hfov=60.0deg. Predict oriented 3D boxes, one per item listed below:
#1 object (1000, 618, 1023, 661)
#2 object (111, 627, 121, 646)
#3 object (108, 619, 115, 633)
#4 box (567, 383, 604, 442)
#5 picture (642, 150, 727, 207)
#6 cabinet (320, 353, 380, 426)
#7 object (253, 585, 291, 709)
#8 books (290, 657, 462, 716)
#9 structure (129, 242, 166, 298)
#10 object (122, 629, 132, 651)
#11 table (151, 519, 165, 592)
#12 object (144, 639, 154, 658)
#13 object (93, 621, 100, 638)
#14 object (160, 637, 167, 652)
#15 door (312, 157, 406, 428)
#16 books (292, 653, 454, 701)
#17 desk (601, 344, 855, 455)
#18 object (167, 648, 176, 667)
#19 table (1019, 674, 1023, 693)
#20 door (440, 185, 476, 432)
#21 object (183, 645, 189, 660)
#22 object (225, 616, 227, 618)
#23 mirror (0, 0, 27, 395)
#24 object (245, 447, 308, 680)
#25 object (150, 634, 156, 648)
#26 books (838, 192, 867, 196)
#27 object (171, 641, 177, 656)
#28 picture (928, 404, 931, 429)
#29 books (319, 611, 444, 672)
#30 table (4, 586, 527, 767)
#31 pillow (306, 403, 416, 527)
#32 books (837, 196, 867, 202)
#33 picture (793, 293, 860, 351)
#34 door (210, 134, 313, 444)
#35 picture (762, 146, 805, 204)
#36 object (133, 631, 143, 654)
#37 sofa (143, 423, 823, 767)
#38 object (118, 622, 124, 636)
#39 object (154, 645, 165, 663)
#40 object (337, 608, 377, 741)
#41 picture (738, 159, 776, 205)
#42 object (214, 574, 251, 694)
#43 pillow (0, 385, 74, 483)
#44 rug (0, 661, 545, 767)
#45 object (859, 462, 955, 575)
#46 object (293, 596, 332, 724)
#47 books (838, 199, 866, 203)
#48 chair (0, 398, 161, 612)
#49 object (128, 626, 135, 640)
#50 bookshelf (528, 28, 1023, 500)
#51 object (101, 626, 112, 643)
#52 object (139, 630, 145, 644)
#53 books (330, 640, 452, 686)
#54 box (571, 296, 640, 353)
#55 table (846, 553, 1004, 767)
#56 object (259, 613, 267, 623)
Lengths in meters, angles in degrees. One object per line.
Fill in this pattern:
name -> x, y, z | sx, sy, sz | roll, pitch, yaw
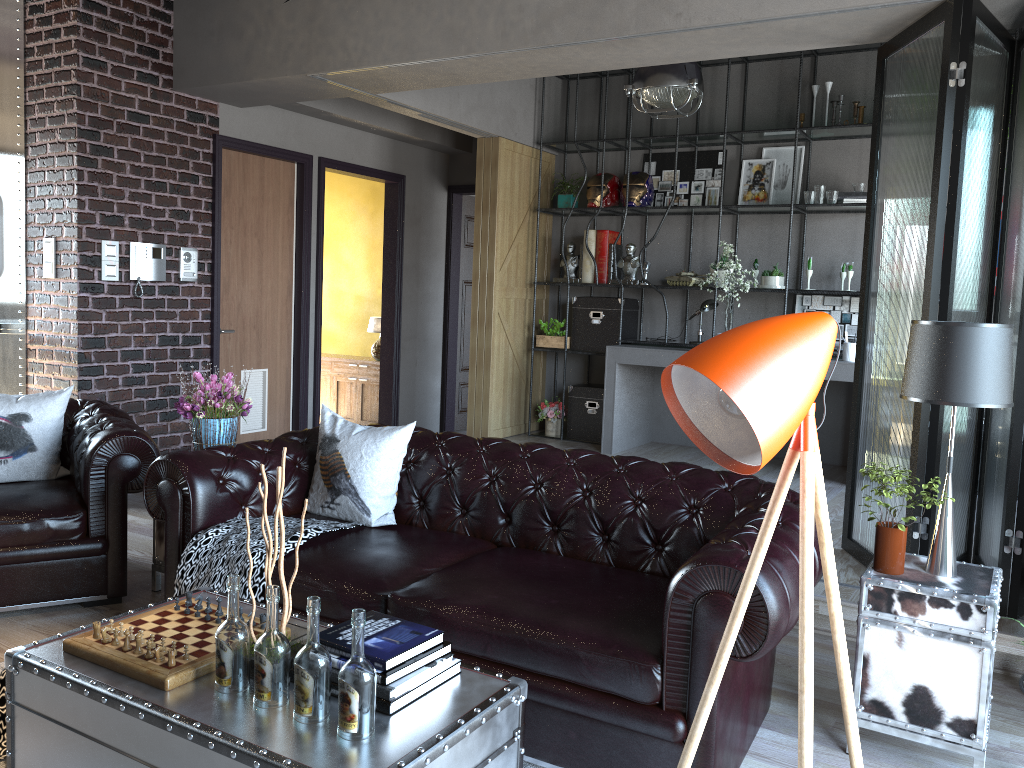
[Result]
object -> 1.546, 0.883, 2.309 | 0.621, 0.824, 0.578 | 0, 5, -20
object -> -1.056, 0.671, 2.363 | 0.022, 0.047, 0.022 | 0, 6, -27
object -> -1.104, 0.666, 2.443 | 0.017, 0.037, 0.017 | 5, 5, 24
box -> 0.791, 0.251, 7.909 | 0.489, 0.480, 0.374 | 5, 6, 30
picture -> 1.468, -1.752, 7.652 | 0.749, 0.503, 0.058 | 5, 6, 30
cabinet -> -1.736, 0.092, 9.202 | 1.433, 0.749, 0.408 | 6, 6, 30
object -> -0.577, 0.630, 2.137 | 0.088, 0.290, 0.084 | 6, 6, 36
books -> -0.350, 0.745, 2.303 | 0.324, 0.035, 0.306 | 6, 7, 30
structure -> -2.469, -0.770, 6.041 | 0.068, 0.370, 0.279 | 5, 6, 30
object -> -1.014, 0.671, 2.336 | 0.025, 0.055, 0.025 | 1, 5, -15
table -> -1.422, 0.682, 4.241 | 0.418, 0.608, 0.406 | 5, 6, 30
object -> -0.939, 0.682, 2.293 | 0.022, 0.047, 0.022 | 0, 6, -27
object -> -1.127, 0.667, 2.406 | 0.019, 0.040, 0.019 | 6, 6, 34
object -> -0.918, 0.685, 2.333 | 0.017, 0.037, 0.017 | 5, 5, 24
door -> -1.814, -0.708, 8.241 | 1.099, 2.541, 1.150 | 5, 6, 30
books -> -0.355, 0.716, 2.290 | 0.315, 0.026, 0.270 | 6, 7, 30
desk -> 1.877, 0.192, 7.072 | 2.131, 0.884, 0.845 | 6, 6, 30
object -> -0.864, 0.693, 2.249 | 0.019, 0.040, 0.019 | 6, 6, 34
table -> 1.997, 0.885, 2.965 | 0.438, 0.731, 0.804 | 5, 6, 26
door -> 0.061, -0.739, 9.309 | 1.150, 2.541, 1.129 | 5, 6, 30
object -> -0.842, 0.692, 2.290 | 0.017, 0.037, 0.017 | 5, 5, 24
object -> -0.822, 0.652, 2.581 | 0.025, 0.058, 0.025 | 5, 5, 24
mirror -> -3.668, -1.032, 6.150 | 1.048, 3.456, 0.050 | 5, 6, 30
object -> -0.611, 0.459, 2.319 | 0.156, 0.582, 0.185 | 5, 6, 30
object -> -0.955, 0.681, 2.354 | 0.017, 0.037, 0.017 | 5, 5, 24
books -> 2.624, -1.452, 6.825 | 0.225, 0.029, 0.179 | 5, 6, 22
object -> -0.882, 0.688, 2.313 | 0.017, 0.037, 0.017 | 5, 5, 24
picture -> 3.044, 0.233, 6.526 | 0.172, 0.190, 0.036 | 5, 6, 30
books -> -0.347, 0.661, 2.296 | 0.251, 0.030, 0.237 | 6, 7, 32
table -> -0.667, 0.971, 2.361 | 1.255, 0.469, 0.685 | 6, 6, 30
pillow -> -0.669, 0.342, 3.854 | 0.529, 0.468, 0.283 | 6, 6, 33
books -> 2.634, -1.425, 6.828 | 0.243, 0.024, 0.175 | 5, 6, 26
picture -> 2.567, -0.486, 7.037 | 0.666, 0.446, 0.051 | 5, 6, 30
door -> -2.032, -0.592, 7.014 | 0.219, 2.537, 1.003 | 5, 6, 30
picture -> 2.179, -1.670, 7.199 | 0.332, 0.514, 0.119 | 5, 6, 30
object -> -0.976, 0.673, 2.315 | 0.025, 0.058, 0.025 | 1, 5, -15
sofa -> -0.123, 0.696, 3.473 | 2.567, 0.837, 1.240 | 6, 6, 30
object -> -1.068, 0.669, 2.424 | 0.017, 0.037, 0.017 | 5, 5, 24
object -> -0.902, 0.688, 2.271 | 0.026, 0.044, 0.026 | 1, 5, -15
object -> -0.349, 0.653, 2.002 | 0.088, 0.290, 0.084 | 6, 6, 36
picture -> 2.003, -1.632, 7.257 | 0.268, 0.413, 0.101 | 5, 6, 30
object -> -0.693, 0.618, 2.205 | 0.088, 0.290, 0.084 | 6, 6, 36
pillow -> -2.434, 0.229, 4.329 | 0.541, 0.501, 0.290 | 0, 5, -22
rug -> -0.698, 1.136, 3.016 | 2.476, 0.003, 2.255 | 6, 7, 30
object -> 1.282, 0.438, 2.950 | 0.297, 0.362, 0.270 | 1, 5, -15
object -> -0.465, 0.641, 2.071 | 0.088, 0.290, 0.084 | 6, 6, 36
books -> 2.621, -1.402, 6.835 | 0.166, 0.024, 0.227 | 3, 6, 9
chair -> -2.527, 0.522, 4.208 | 1.493, 0.844, 1.246 | -1, 6, -29
object -> -1.031, 0.673, 2.401 | 0.017, 0.037, 0.017 | 5, 5, 24
bookshelf -> 2.253, -0.978, 6.977 | 4.485, 3.279, 0.527 | 5, 6, 30
object -> -1.089, 0.669, 2.382 | 0.026, 0.044, 0.026 | 1, 5, -15
object -> -0.994, 0.677, 2.378 | 0.017, 0.037, 0.017 | 5, 5, 24
books -> -0.348, 0.689, 2.298 | 0.283, 0.026, 0.266 | 6, 7, 32
box -> 0.823, -0.530, 7.842 | 0.489, 0.480, 0.374 | 5, 6, 30
table -> 1.385, 0.922, 2.967 | 0.406, 0.608, 0.418 | 5, 6, 30
object -> -0.706, 0.673, 2.515 | 0.019, 0.040, 0.019 | 3, 5, 4
